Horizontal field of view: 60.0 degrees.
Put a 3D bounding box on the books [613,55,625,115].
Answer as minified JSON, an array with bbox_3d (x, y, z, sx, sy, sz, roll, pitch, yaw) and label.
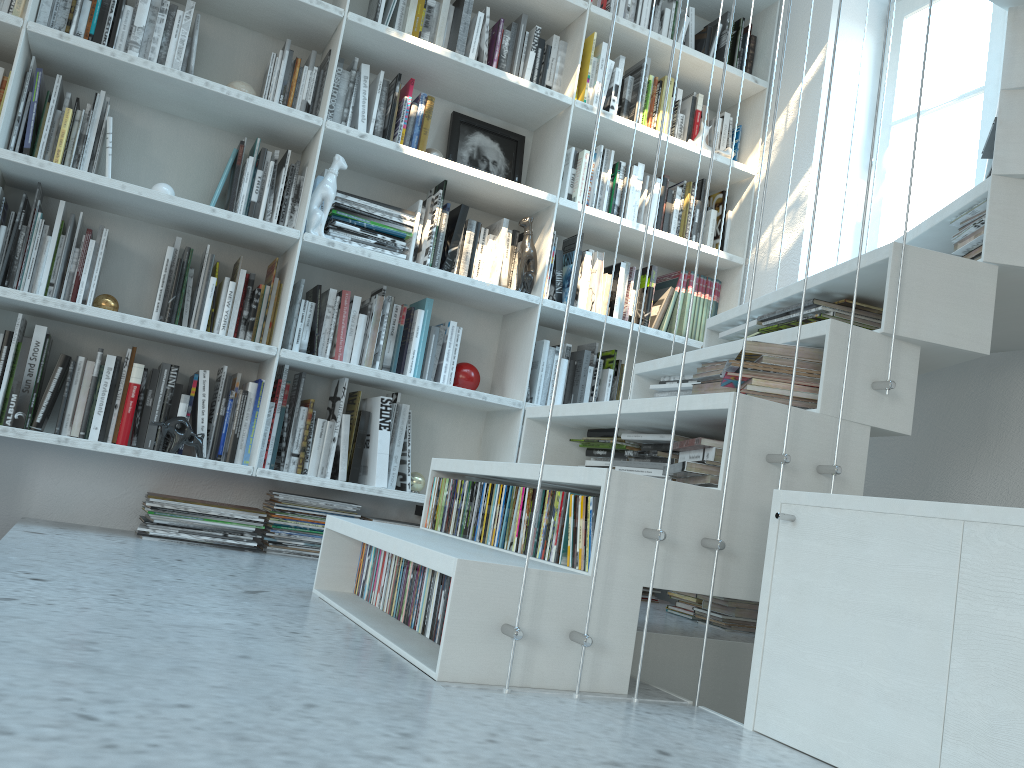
[{"bbox_3d":[0.362,-1.098,3.383,0.023,0.263,0.158,13,-8,-24],"label":"books"}]

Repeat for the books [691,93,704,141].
[{"bbox_3d":[0.704,-1.021,3.621,0.024,0.286,0.163,13,-8,-24],"label":"books"}]

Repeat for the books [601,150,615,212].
[{"bbox_3d":[0.327,-0.739,3.422,0.012,0.292,0.165,13,-8,-24],"label":"books"}]

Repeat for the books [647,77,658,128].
[{"bbox_3d":[0.502,-1.053,3.449,0.012,0.237,0.166,13,-8,-24],"label":"books"}]

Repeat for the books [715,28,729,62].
[{"bbox_3d":[0.825,-1.333,3.673,0.012,0.216,0.192,13,-8,-24],"label":"books"}]

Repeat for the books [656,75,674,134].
[{"bbox_3d":[0.533,-1.046,3.477,0.042,0.241,0.248,13,-8,-24],"label":"books"}]

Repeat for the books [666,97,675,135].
[{"bbox_3d":[0.579,-1.017,3.551,0.023,0.220,0.171,13,-8,-24],"label":"books"}]

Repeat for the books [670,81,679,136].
[{"bbox_3d":[0.597,-1.050,3.569,0.010,0.295,0.165,13,-8,-24],"label":"books"}]

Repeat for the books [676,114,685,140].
[{"bbox_3d":[0.637,-0.982,3.597,0.034,0.182,0.156,13,-8,-24],"label":"books"}]

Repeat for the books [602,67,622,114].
[{"bbox_3d":[0.342,-1.070,3.355,0.024,0.193,0.190,13,-8,-24],"label":"books"}]

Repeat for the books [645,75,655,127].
[{"bbox_3d":[0.488,-1.059,3.442,0.022,0.242,0.144,13,-8,-24],"label":"books"}]

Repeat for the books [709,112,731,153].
[{"bbox_3d":[0.827,-0.978,3.680,0.029,0.258,0.163,13,-8,-24],"label":"books"}]

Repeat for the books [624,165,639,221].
[{"bbox_3d":[0.419,-0.703,3.461,0.022,0.262,0.172,13,-8,-24],"label":"books"}]

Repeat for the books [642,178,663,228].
[{"bbox_3d":[0.511,-0.673,3.501,0.045,0.245,0.177,13,-8,-24],"label":"books"}]

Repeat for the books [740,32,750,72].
[{"bbox_3d":[0.920,-1.325,3.732,0.014,0.247,0.185,13,-8,-24],"label":"books"}]

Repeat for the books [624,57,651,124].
[{"bbox_3d":[0.465,-1.093,3.422,0.022,0.296,0.152,13,-8,-24],"label":"books"}]

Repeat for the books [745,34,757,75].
[{"bbox_3d":[0.942,-1.317,3.728,0.025,0.237,0.187,13,-8,-24],"label":"books"}]

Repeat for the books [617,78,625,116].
[{"bbox_3d":[0.367,-1.058,3.428,0.038,0.198,0.170,13,-8,-24],"label":"books"}]

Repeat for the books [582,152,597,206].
[{"bbox_3d":[0.250,-0.738,3.385,0.026,0.256,0.173,13,-8,-24],"label":"books"}]

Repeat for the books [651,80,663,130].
[{"bbox_3d":[0.516,-1.043,3.444,0.013,0.222,0.174,13,-8,-24],"label":"books"}]

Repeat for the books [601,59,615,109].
[{"bbox_3d":[0.309,-1.091,3.348,0.049,0.223,0.161,13,-8,-24],"label":"books"}]

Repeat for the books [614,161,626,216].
[{"bbox_3d":[0.372,-0.716,3.452,0.025,0.270,0.152,13,-8,-24],"label":"books"}]

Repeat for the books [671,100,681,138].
[{"bbox_3d":[0.607,-1.008,3.557,0.013,0.212,0.187,13,-8,-24],"label":"books"}]

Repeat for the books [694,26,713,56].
[{"bbox_3d":[0.746,-1.339,3.639,0.024,0.193,0.186,13,-8,-24],"label":"books"}]

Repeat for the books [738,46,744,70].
[{"bbox_3d":[0.894,-1.299,3.715,0.036,0.182,0.161,13,-8,-24],"label":"books"}]

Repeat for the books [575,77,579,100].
[{"bbox_3d":[0.215,-1.145,3.329,0.036,0.293,0.135,13,-8,-24],"label":"books"}]

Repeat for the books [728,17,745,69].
[{"bbox_3d":[0.886,-1.355,3.698,0.014,0.286,0.190,13,-8,-24],"label":"books"}]

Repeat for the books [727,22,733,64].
[{"bbox_3d":[0.862,-1.359,3.721,0.012,0.291,0.140,13,-8,-24],"label":"books"}]

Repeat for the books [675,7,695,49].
[{"bbox_3d":[0.701,-1.388,3.649,0.069,0.277,0.132,13,-8,-24],"label":"books"}]

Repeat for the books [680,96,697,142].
[{"bbox_3d":[0.676,-1.016,3.596,0.022,0.260,0.160,13,-8,-24],"label":"books"}]

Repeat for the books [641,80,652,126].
[{"bbox_3d":[0.471,-1.045,3.427,0.014,0.206,0.184,13,-8,-24],"label":"books"}]

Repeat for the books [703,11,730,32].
[{"bbox_3d":[0.835,-1.376,3.704,0.014,0.313,0.162,13,-8,-24],"label":"books"}]

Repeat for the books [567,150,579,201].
[{"bbox_3d":[0.188,-0.746,3.375,0.026,0.249,0.161,13,-8,-24],"label":"books"}]

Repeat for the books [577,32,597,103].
[{"bbox_3d":[0.246,-1.142,3.317,0.010,0.294,0.183,13,-8,-24],"label":"books"}]

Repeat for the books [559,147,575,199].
[{"bbox_3d":[0.177,-0.753,3.356,0.012,0.253,0.161,13,-8,-24],"label":"books"}]

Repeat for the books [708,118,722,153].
[{"bbox_3d":[0.784,-0.966,3.649,0.023,0.213,0.181,13,-8,-24],"label":"books"}]

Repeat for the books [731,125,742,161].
[{"bbox_3d":[0.884,-0.946,3.685,0.011,0.216,0.170,13,-8,-24],"label":"books"}]

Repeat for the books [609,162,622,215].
[{"bbox_3d":[0.358,-0.715,3.436,0.013,0.260,0.158,13,-8,-24],"label":"books"}]

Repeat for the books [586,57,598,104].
[{"bbox_3d":[0.254,-1.095,3.319,0.024,0.205,0.166,13,-8,-24],"label":"books"}]

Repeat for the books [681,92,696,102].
[{"bbox_3d":[0.685,-1.027,3.625,0.011,0.294,0.151,13,-8,-24],"label":"books"}]

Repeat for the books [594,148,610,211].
[{"bbox_3d":[0.307,-0.744,3.425,0.022,0.296,0.162,13,-8,-24],"label":"books"}]

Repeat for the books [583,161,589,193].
[{"bbox_3d":[0.229,-0.733,3.382,0.012,0.238,0.173,13,-8,-24],"label":"books"}]

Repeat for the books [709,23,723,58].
[{"bbox_3d":[0.784,-1.355,3.676,0.068,0.247,0.160,13,-8,-24],"label":"books"}]

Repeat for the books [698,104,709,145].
[{"bbox_3d":[0.745,-0.995,3.635,0.070,0.254,0.154,13,-8,-24],"label":"books"}]

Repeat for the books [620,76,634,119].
[{"bbox_3d":[0.410,-1.060,3.411,0.025,0.211,0.135,13,-8,-24],"label":"books"}]

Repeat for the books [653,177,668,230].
[{"bbox_3d":[0.540,-0.673,3.521,0.023,0.258,0.184,13,-8,-24],"label":"books"}]

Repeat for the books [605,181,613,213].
[{"bbox_3d":[0.329,-0.679,3.435,0.027,0.179,0.157,13,-8,-24],"label":"books"}]

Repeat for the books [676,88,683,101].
[{"bbox_3d":[0.618,-1.036,3.592,0.024,0.281,0.153,13,-8,-24],"label":"books"}]

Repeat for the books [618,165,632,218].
[{"bbox_3d":[0.398,-0.706,3.453,0.024,0.259,0.156,13,-8,-24],"label":"books"}]

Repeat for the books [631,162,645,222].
[{"bbox_3d":[0.442,-0.708,3.477,0.030,0.283,0.166,13,-8,-24],"label":"books"}]

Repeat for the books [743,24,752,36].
[{"bbox_3d":[0.953,-1.351,3.768,0.014,0.318,0.144,13,-8,-24],"label":"books"}]

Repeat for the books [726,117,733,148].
[{"bbox_3d":[0.857,-0.965,3.693,0.040,0.246,0.160,13,-8,-24],"label":"books"}]

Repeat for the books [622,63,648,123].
[{"bbox_3d":[0.443,-1.077,3.406,0.023,0.253,0.189,13,-8,-24],"label":"books"}]

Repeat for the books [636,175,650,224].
[{"bbox_3d":[0.478,-0.682,3.508,0.012,0.253,0.161,13,-8,-24],"label":"books"}]

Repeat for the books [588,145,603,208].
[{"bbox_3d":[0.276,-0.749,3.383,0.014,0.285,0.185,13,-8,-24],"label":"books"}]

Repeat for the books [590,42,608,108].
[{"bbox_3d":[0.284,-1.119,3.325,0.026,0.263,0.189,13,-8,-24],"label":"books"}]

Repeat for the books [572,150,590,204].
[{"bbox_3d":[0.222,-0.742,3.360,0.023,0.247,0.182,13,-8,-24],"label":"books"}]
